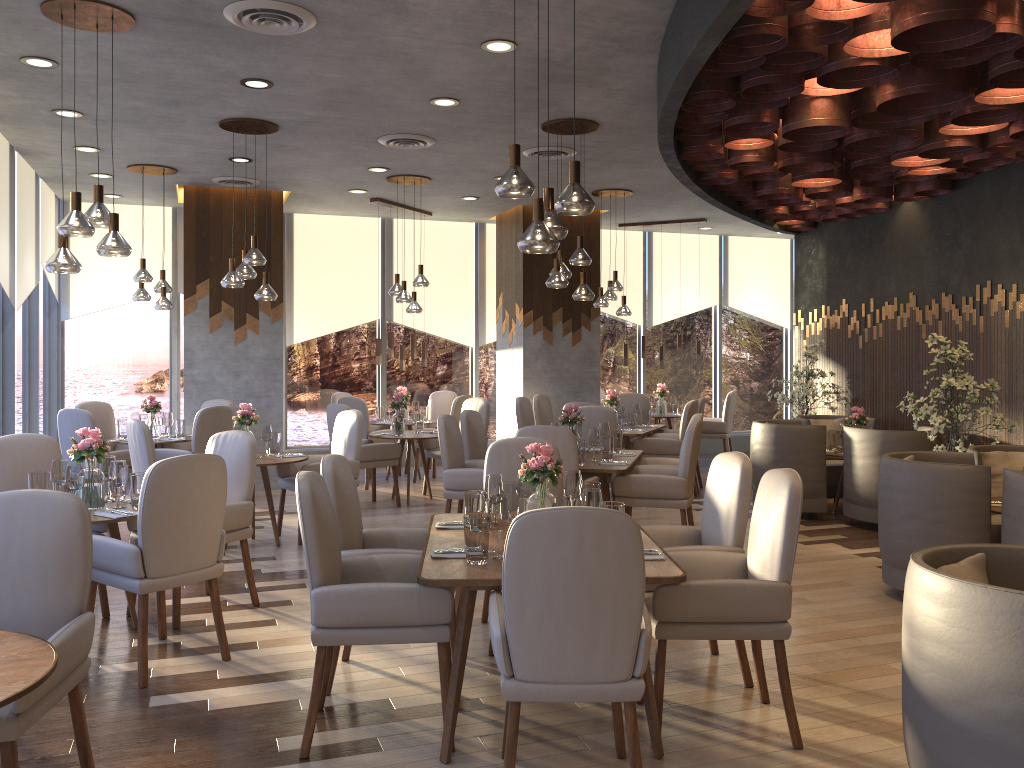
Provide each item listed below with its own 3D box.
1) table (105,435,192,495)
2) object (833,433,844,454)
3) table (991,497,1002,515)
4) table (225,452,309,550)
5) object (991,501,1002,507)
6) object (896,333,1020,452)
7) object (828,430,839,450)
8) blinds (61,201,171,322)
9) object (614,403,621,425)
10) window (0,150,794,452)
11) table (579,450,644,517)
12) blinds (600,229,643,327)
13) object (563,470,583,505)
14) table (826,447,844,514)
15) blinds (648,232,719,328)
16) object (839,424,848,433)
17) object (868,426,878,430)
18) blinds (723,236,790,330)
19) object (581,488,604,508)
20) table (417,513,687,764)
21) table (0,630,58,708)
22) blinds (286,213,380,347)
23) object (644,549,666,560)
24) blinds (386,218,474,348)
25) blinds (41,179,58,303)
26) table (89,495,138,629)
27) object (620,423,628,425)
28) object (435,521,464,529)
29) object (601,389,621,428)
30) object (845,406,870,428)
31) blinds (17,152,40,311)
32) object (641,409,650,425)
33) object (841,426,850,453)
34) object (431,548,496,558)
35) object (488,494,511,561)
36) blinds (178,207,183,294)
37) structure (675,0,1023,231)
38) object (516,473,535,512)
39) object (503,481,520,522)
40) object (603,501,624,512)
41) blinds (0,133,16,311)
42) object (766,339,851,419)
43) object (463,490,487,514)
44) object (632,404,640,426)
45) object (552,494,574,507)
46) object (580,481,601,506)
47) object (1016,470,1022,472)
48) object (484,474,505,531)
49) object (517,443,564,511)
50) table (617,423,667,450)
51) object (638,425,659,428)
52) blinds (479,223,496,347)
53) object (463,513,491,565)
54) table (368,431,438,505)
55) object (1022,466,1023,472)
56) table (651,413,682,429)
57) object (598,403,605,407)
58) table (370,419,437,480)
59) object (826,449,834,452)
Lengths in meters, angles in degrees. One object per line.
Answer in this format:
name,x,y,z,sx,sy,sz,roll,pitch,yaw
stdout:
table,-3.368,0.844,8.320,0.834,0.662,0.834,-1,1,-33
object,2.937,0.536,7.966,0.102,0.178,0.102,0,1,28
table,3.139,0.998,5.133,0.834,0.562,0.834,1,1,23
table,-1.976,0.895,6.749,0.834,0.662,0.834,1,1,30
object,2.888,0.704,5.239,0.255,0.019,0.157,1,2,20
object,3.278,0.425,6.533,0.788,1.616,0.746,0,0,7
object,3.017,0.524,8.321,0.102,0.178,0.102,0,0,6
blinds,-4.595,-2.059,10.317,1.173,2.681,0.007,0,0,-19
object,1.171,0.337,9.871,0.092,0.244,0.092,0,0,1
window,-1.648,-0.675,8.424,8.060,3.198,16.126,1,2,26
table,0.466,0.893,6.758,0.964,0.666,1.307,0,2,14
blinds,1.306,-2.147,12.398,1.173,2.681,0.007,0,0,-19
object,0.283,0.525,4.111,0.092,0.244,0.092,0,0,0
table,3.163,0.901,8.103,0.834,0.562,0.834,-1,1,-27
blinds,2.483,-2.138,12.814,1.173,2.681,0.007,0,0,-19
object,3.083,0.494,8.234,0.092,0.244,0.092,0,0,-43
object,3.243,0.503,7.965,0.092,0.244,0.092,0,0,21
blinds,3.660,-2.152,13.229,1.173,2.681,0.007,0,0,-19
object,0.320,0.543,3.538,0.092,0.244,0.092,0,0,40
table,0.117,0.991,3.744,0.964,0.666,1.307,0,1,-3
table,-1.557,1.046,2.124,0.834,0.662,0.834,0,1,-17
blinds,-2.238,-1.802,11.149,1.173,2.681,0.007,0,0,-19
object,0.461,0.659,3.450,0.255,0.019,0.157,0,2,-2
blinds,-1.062,-1.808,11.563,1.173,2.681,0.007,0,0,-19
blinds,-4.968,-2.228,9.534,0.007,2.681,1.173,0,0,-19
table,-2.160,0.967,4.552,0.834,0.662,0.834,0,1,-20
object,1.306,0.446,9.967,0.157,0.019,0.255,1,2,21
object,-0.222,0.639,4.056,0.255,0.019,0.157,0,2,-3
object,1.074,0.265,9.546,0.198,0.416,0.210,0,0,-42
object,3.170,0.412,8.112,0.198,0.416,0.210,0,0,-42
blinds,-4.553,-1.998,8.357,0.007,2.681,1.173,0,0,-19
object,1.477,0.372,9.802,0.102,0.178,0.102,0,1,-40
object,3.027,0.501,8.028,0.092,0.244,0.092,0,0,44
object,-0.191,0.658,3.484,0.255,0.019,0.157,0,2,-3
object,-0.048,0.548,3.399,0.092,0.244,0.092,0,0,-29
blinds,-3.416,-2.073,10.733,1.173,2.681,0.007,0,0,-19
structure,2.373,-1.791,5.336,2.755,0.556,9.457,0,2,10
object,0.063,0.525,4.105,0.092,0.244,0.092,0,0,-3
object,-0.011,0.555,4.186,0.102,0.178,0.102,0,0,0
object,0.405,0.574,3.607,0.102,0.178,0.102,0,0,14
blinds,-4.138,-1.960,7.180,0.007,2.681,1.173,0,0,-19
object,3.093,0.333,9.356,0.746,1.616,0.788,0,0,-13
object,-0.163,0.564,3.900,0.102,0.178,0.102,0,0,3
object,1.370,0.340,9.779,0.092,0.244,0.092,0,0,-24
object,0.194,0.548,3.384,0.092,0.244,0.092,0,0,2
object,0.368,0.555,4.180,0.102,0.178,0.102,0,1,44
object,3.070,0.620,5.387,0.102,0.178,0.102,0,0,-17
object,-0.079,0.529,3.971,0.092,0.244,0.092,0,0,16
object,0.122,0.454,3.759,0.210,0.416,0.198,0,0,-7
table,1.065,0.803,9.520,0.964,0.666,1.307,0,2,21
object,1.457,0.457,9.637,0.255,0.019,0.157,1,2,24
blinds,0.114,-1.840,11.978,1.173,2.681,0.007,0,0,-19
object,-0.132,0.583,3.328,0.102,0.178,0.102,0,0,3
table,-1.004,0.828,8.798,0.834,0.662,0.834,1,2,45
object,2.986,0.596,5.105,0.092,0.244,0.092,0,0,39
table,1.972,0.734,11.684,0.834,0.662,0.834,-1,1,-28
object,0.984,0.339,9.815,0.092,0.244,0.092,0,0,-42
table,-1.288,0.776,10.416,0.834,0.662,0.834,0,1,1
object,2.893,0.610,8.126,0.255,0.019,0.157,0,2,2
